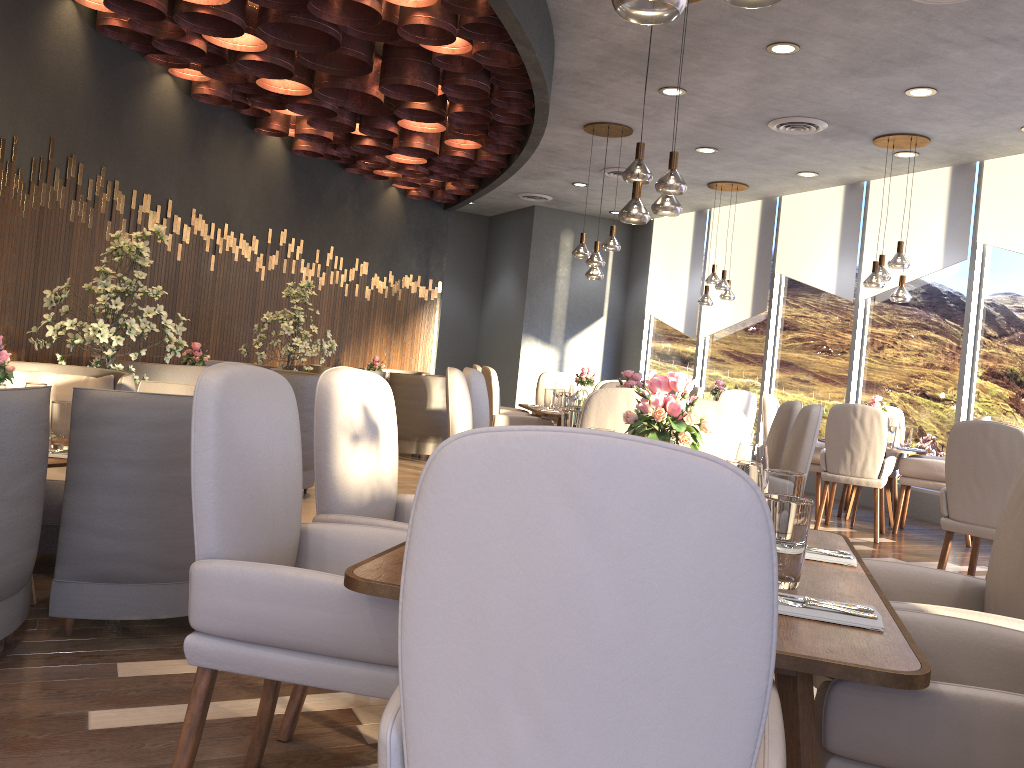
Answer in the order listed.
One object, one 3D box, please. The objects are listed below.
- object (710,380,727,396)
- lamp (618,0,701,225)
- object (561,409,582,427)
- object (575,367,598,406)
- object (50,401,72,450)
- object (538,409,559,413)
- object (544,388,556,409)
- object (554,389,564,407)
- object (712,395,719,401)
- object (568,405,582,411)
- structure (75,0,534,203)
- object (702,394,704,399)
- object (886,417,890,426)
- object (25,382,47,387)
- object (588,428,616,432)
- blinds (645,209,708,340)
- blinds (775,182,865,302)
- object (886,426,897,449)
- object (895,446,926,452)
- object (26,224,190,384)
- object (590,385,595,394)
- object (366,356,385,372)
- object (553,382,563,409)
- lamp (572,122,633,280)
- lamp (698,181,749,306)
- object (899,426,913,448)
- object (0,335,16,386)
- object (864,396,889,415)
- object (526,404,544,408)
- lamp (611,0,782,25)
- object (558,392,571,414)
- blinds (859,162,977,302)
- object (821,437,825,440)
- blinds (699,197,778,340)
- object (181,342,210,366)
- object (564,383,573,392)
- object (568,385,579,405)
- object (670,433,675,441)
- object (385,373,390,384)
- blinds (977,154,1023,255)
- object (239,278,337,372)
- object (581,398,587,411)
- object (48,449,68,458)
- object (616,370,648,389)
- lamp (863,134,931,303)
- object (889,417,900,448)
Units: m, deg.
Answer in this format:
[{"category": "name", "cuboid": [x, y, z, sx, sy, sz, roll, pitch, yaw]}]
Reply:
[{"category": "object", "cuboid": [2.252, 0.163, 9.701, 0.198, 0.416, 0.210, 6, 0, -3]}, {"category": "lamp", "cuboid": [0.819, -1.521, 4.845, 0.439, 1.326, 0.440, 6, 0, -21]}, {"category": "object", "cuboid": [0.293, 0.222, 4.462, 0.102, 0.178, 0.102, 6, 0, -25]}, {"category": "object", "cuboid": [0.643, 0.052, 7.861, 0.210, 0.416, 0.198, 6, 0, -13]}, {"category": "object", "cuboid": [-1.702, 0.158, 3.369, 0.102, 0.178, 0.102, 6, 0, 22]}, {"category": "object", "cuboid": [0.355, 0.227, 7.564, 0.255, 0.019, 0.157, 5, 1, -8]}, {"category": "object", "cuboid": [0.335, 0.134, 7.979, 0.102, 0.178, 0.102, 6, 0, 8]}, {"category": "object", "cuboid": [0.444, 0.136, 8.303, 0.102, 0.178, 0.102, 6, 0, -31]}, {"category": "object", "cuboid": [2.190, 0.246, 9.550, 0.092, 0.244, 0.092, 6, 0, -35]}, {"category": "object", "cuboid": [0.361, 0.214, 5.031, 0.102, 0.178, 0.102, 6, 0, 25]}, {"category": "structure", "cuboid": [-1.194, -2.287, 6.060, 2.755, 0.557, 9.453, 6, 1, 4]}, {"category": "object", "cuboid": [2.070, 0.229, 9.779, 0.092, 0.244, 0.092, 6, 0, 9]}, {"category": "object", "cuboid": [2.991, 0.389, 7.147, 0.092, 0.244, 0.092, 6, 0, -32]}, {"category": "object", "cuboid": [-1.781, 0.119, 3.298, 0.092, 0.244, 0.092, 6, 0, 38]}, {"category": "object", "cuboid": [0.221, 0.239, 2.290, 0.092, 0.244, 0.092, 6, 0, -30]}, {"category": "blinds", "cuboid": [2.186, -1.925, 11.701, 0.007, 2.681, 1.175, 6, 0, -26]}, {"category": "blinds", "cuboid": [3.309, -2.193, 9.452, 0.007, 2.681, 1.175, 6, 0, -26]}, {"category": "object", "cuboid": [2.995, 0.425, 7.037, 0.102, 0.178, 0.102, 6, 0, -21]}, {"category": "object", "cuboid": [3.205, 0.522, 7.169, 0.255, 0.019, 0.157, 7, 2, 33]}, {"category": "object", "cuboid": [-2.180, -0.084, 4.757, 0.788, 1.617, 0.746, 6, 0, 1]}, {"category": "object", "cuboid": [0.764, 0.137, 8.236, 0.092, 0.244, 0.092, 6, 0, -35]}, {"category": "object", "cuboid": [-1.416, -0.084, 9.122, 0.198, 0.416, 0.210, 6, 0, -3]}, {"category": "object", "cuboid": [0.415, 0.107, 8.057, 0.092, 0.244, 0.092, 6, 0, 34]}, {"category": "lamp", "cuboid": [0.791, -1.604, 7.877, 0.439, 1.326, 0.439, 6, 0, 13]}, {"category": "lamp", "cuboid": [2.291, -1.502, 9.672, 0.439, 1.326, 0.440, 6, 0, -27]}, {"category": "object", "cuboid": [3.256, 0.443, 7.331, 0.102, 0.178, 0.102, 6, 0, -31]}, {"category": "object", "cuboid": [-1.904, 0.023, 3.200, 0.210, 0.416, 0.197, 6, 0, 42]}, {"category": "object", "cuboid": [2.995, 0.299, 7.323, 0.210, 0.416, 0.198, 6, 0, -28]}, {"category": "object", "cuboid": [0.255, 0.202, 8.129, 0.255, 0.019, 0.157, 5, 1, -8]}, {"category": "lamp", "cuboid": [0.494, -1.479, 2.019, 0.438, 1.326, 0.440, 6, 0, -41]}, {"category": "object", "cuboid": [0.435, 0.158, 7.414, 0.102, 0.178, 0.102, 6, 0, 38]}, {"category": "blinds", "cuboid": [3.848, -2.110, 8.328, 0.007, 2.681, 1.175, 6, 0, -26]}, {"category": "object", "cuboid": [2.743, 0.469, 7.477, 0.255, 0.019, 0.157, 6, 2, 29]}, {"category": "blinds", "cuboid": [2.726, -1.842, 10.575, 0.007, 2.681, 1.175, 6, 0, -26]}, {"category": "object", "cuboid": [-2.215, -0.086, 6.166, 0.197, 0.416, 0.210, 6, 0, -13]}, {"category": "object", "cuboid": [0.523, 0.113, 8.225, 0.092, 0.244, 0.092, 6, 0, -5]}, {"category": "object", "cuboid": [0.515, 0.131, 7.492, 0.092, 0.244, 0.092, 6, 0, -6]}, {"category": "object", "cuboid": [0.392, 0.253, 2.392, 0.092, 0.244, 0.092, 6, 0, -23]}, {"category": "object", "cuboid": [-1.277, 0.015, 9.138, 0.092, 0.244, 0.092, 6, 0, -42]}, {"category": "blinds", "cuboid": [4.402, -2.171, 7.206, 0.007, 2.681, 1.175, 6, 0, -26]}, {"category": "object", "cuboid": [-1.932, -0.135, 7.634, 0.747, 1.617, 0.787, 6, 0, 41]}, {"category": "object", "cuboid": [0.392, 0.197, 4.514, 0.092, 0.244, 0.092, 6, 0, -39]}, {"category": "object", "cuboid": [-1.649, 0.247, 3.214, 0.255, 0.019, 0.157, 6, 1, -4]}, {"category": "object", "cuboid": [0.646, 0.132, 4.837, 0.210, 0.416, 0.197, 6, 0, 22]}, {"category": "lamp", "cuboid": [3.161, -1.355, 7.339, 0.439, 1.326, 0.440, 6, 0, -33]}, {"category": "object", "cuboid": [3.151, 0.400, 7.323, 0.092, 0.244, 0.092, 6, 0, 30]}]
